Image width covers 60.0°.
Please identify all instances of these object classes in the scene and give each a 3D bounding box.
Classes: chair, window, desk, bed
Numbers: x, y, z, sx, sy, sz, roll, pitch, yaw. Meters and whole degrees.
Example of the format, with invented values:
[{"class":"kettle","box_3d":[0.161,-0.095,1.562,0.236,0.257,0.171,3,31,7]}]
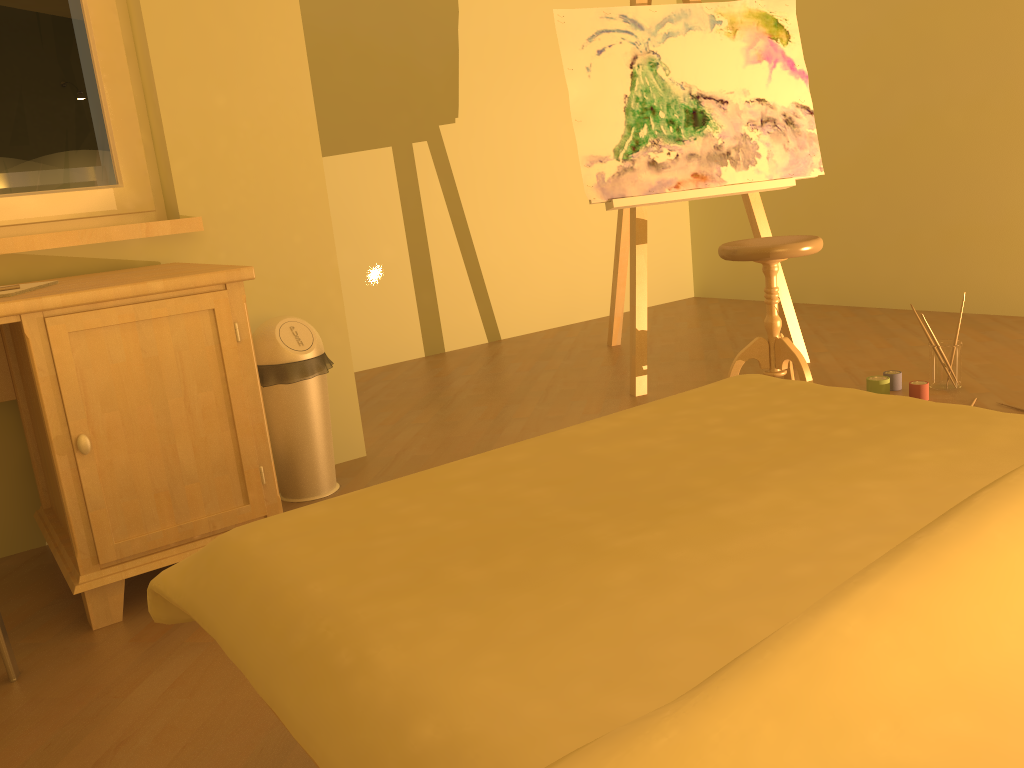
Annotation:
[{"class":"chair","box_3d":[-1.190,0.282,1.354,0.531,0.785,0.546,-9,13,-13]},{"class":"window","box_3d":[-1.711,-0.948,2.135,1.486,1.263,0.142,-14,15,-32]},{"class":"desk","box_3d":[-1.298,0.190,1.960,1.396,0.720,0.684,-14,15,-32]},{"class":"chair","box_3d":[0.923,-0.228,3.126,0.348,0.551,0.364,-11,14,-21]},{"class":"bed","box_3d":[0.663,0.195,0.609,1.286,0.894,2.378,-14,15,-32]}]

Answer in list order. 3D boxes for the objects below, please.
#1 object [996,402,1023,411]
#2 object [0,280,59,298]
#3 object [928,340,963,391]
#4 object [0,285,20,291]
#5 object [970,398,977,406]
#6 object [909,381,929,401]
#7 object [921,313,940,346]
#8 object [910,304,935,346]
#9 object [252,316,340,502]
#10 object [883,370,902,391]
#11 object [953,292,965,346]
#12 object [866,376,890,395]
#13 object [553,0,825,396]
[{"class":"object","box_3d":[1.572,0.088,2.649,0.010,0.010,0.325,-9,13,-13]},{"class":"object","box_3d":[-1.161,-0.201,1.959,0.210,0.010,0.300,-8,13,-8]},{"class":"object","box_3d":[1.478,-0.063,3.025,0.106,0.157,0.106,1,14,28]},{"class":"object","box_3d":[-1.140,-0.195,1.891,0.166,0.009,0.008,-17,17,-41]},{"class":"object","box_3d":[1.419,0.079,2.752,0.010,0.015,0.325,3,15,34]},{"class":"object","box_3d":[1.342,0.025,2.925,0.060,0.060,0.060,4,16,37]},{"class":"object","box_3d":[1.443,-0.116,2.989,0.172,0.278,0.010,-11,14,-20]},{"class":"object","box_3d":[1.443,-0.131,3.038,0.010,0.286,0.159,-16,16,-37]},{"class":"object","box_3d":[-0.639,0.064,2.619,0.248,0.535,0.255,-6,13,1]},{"class":"object","box_3d":[1.326,-0.011,3.091,0.060,0.060,0.060,5,17,40]},{"class":"object","box_3d":[1.514,-0.151,3.025,0.069,0.319,0.010,-8,13,-6]},{"class":"object","box_3d":[1.232,0.015,2.984,0.073,0.073,0.073,-13,14,-28]},{"class":"object","box_3d":[0.551,-0.924,3.581,1.132,1.896,0.972,4,16,38]}]
